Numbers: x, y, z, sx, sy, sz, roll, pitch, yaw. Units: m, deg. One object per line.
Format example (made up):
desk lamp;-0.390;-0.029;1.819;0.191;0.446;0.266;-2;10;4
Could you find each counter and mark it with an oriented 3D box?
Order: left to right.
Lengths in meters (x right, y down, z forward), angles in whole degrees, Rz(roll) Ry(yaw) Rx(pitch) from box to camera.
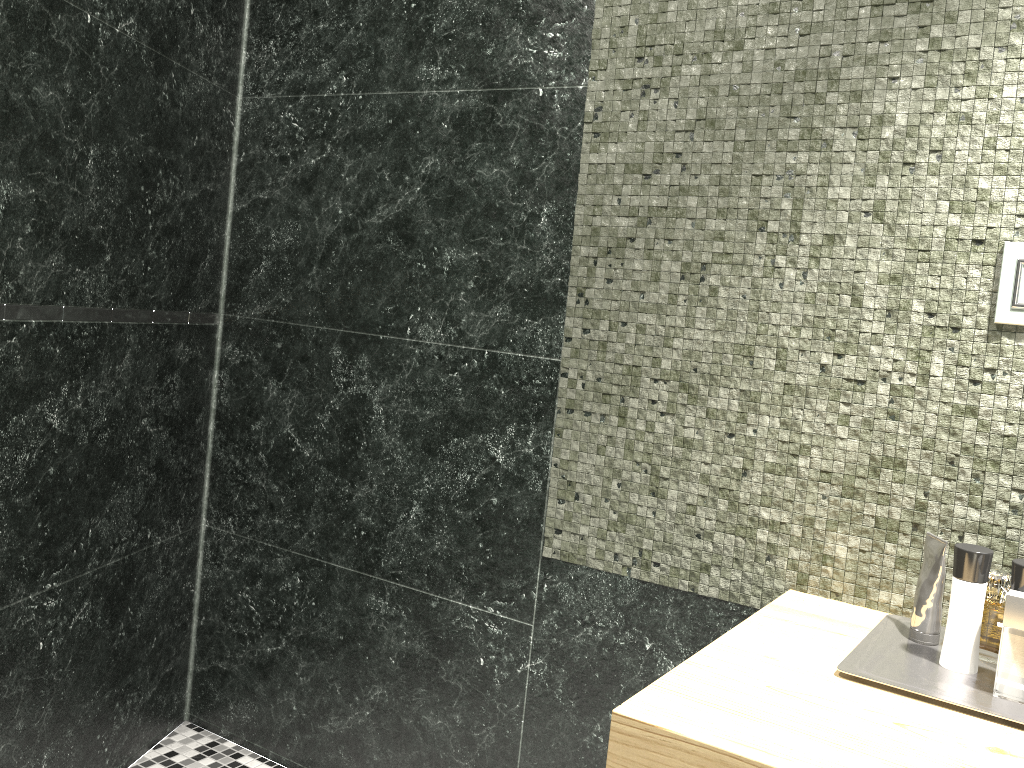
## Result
counter;0.818;0.648;0.971;1.244;1.050;0.685;8;4;30

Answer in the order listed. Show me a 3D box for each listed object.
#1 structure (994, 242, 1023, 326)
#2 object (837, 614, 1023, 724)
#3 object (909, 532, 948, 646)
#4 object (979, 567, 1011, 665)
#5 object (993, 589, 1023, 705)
structure;0.819;-0.153;1.351;0.116;0.128;0.018;8;4;29
object;0.646;0.400;1.216;0.297;0.011;0.338;9;5;32
object;0.637;0.312;1.330;0.042;0.163;0.048;8;4;38
object;0.705;0.338;1.288;0.078;0.133;0.061;9;4;37
object;0.675;0.344;1.125;0.079;0.136;0.034;8;4;34
